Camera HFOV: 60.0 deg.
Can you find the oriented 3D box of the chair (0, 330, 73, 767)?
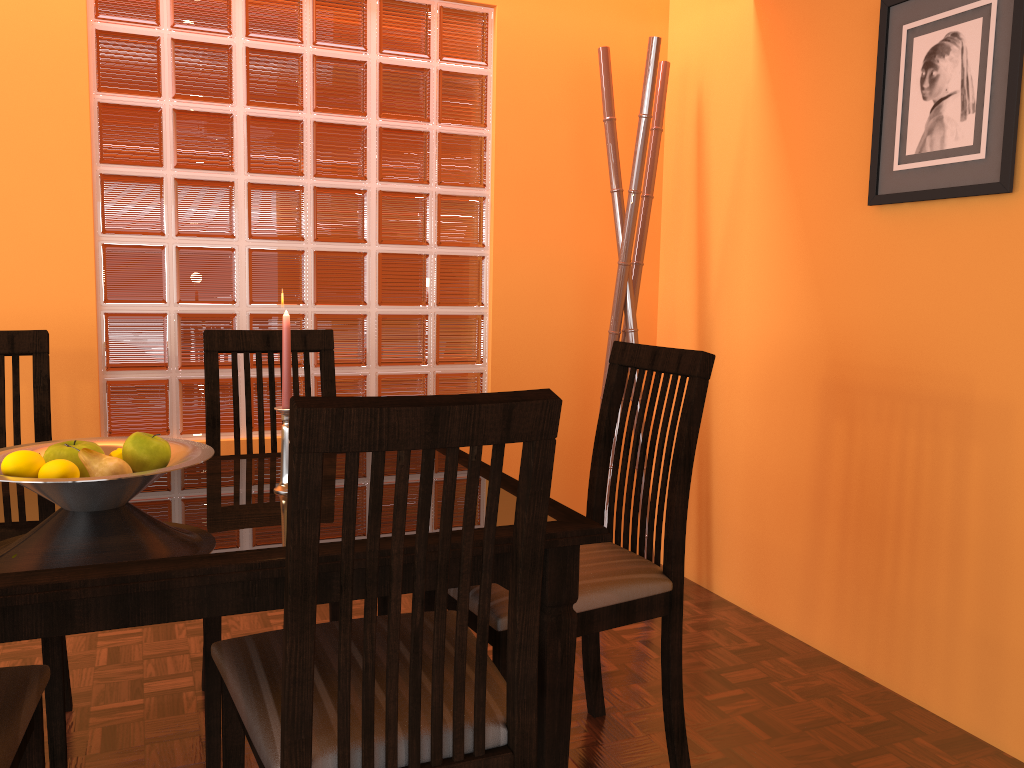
[{"bbox_3d":[-0.998,0.317,1.606,0.373,0.809,0.465,-2,7,-23],"label":"chair"}]

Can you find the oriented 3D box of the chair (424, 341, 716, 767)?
[{"bbox_3d":[0.095,0.335,1.643,0.465,0.809,0.373,-2,7,-28],"label":"chair"}]

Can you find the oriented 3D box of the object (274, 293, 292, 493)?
[{"bbox_3d":[-0.357,0.009,1.406,0.044,0.326,0.044,-3,8,-34],"label":"object"}]

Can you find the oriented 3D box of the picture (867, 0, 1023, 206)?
[{"bbox_3d":[0.898,-0.616,1.851,0.014,0.456,0.361,-2,7,-23],"label":"picture"}]

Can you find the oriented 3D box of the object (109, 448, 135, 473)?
[{"bbox_3d":[-0.597,0.125,1.362,0.047,0.056,0.045,-1,7,-16],"label":"object"}]

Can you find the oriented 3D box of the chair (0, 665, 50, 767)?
[{"bbox_3d":[-0.701,0.403,0.905,0.373,0.809,0.465,-2,7,-23],"label":"chair"}]

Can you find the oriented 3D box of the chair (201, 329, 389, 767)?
[{"bbox_3d":[-0.466,0.303,1.830,0.373,0.809,0.465,-2,7,-23],"label":"chair"}]

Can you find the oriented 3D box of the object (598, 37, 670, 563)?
[{"bbox_3d":[0.339,-0.153,2.559,0.226,1.589,0.308,1,6,-1],"label":"object"}]

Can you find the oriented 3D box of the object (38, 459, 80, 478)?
[{"bbox_3d":[-0.629,0.127,1.231,0.055,0.046,0.046,5,7,30],"label":"object"}]

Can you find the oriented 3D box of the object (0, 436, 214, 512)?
[{"bbox_3d":[-0.616,0.142,1.309,0.337,0.072,0.337,5,8,33],"label":"object"}]

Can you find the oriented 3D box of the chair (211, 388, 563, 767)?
[{"bbox_3d":[-0.169,0.388,1.129,0.373,0.809,0.465,-2,7,-23],"label":"chair"}]

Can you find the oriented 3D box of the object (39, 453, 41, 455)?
[{"bbox_3d":[-0.658,0.137,1.275,0.150,0.052,0.066,4,7,25],"label":"object"}]

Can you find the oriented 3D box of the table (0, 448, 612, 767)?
[{"bbox_3d":[-0.580,0.468,1.350,1.259,0.584,0.697,-2,7,-23],"label":"table"}]

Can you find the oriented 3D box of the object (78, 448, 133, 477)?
[{"bbox_3d":[-0.575,0.126,1.262,0.066,0.070,0.055,-5,9,-41],"label":"object"}]

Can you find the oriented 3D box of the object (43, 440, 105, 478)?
[{"bbox_3d":[-0.653,0.124,1.324,0.087,0.076,0.089,-1,7,-17],"label":"object"}]

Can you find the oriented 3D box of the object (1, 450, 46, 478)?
[{"bbox_3d":[-0.679,0.115,1.233,0.055,0.046,0.046,-4,8,-40],"label":"object"}]

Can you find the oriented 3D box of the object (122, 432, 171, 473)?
[{"bbox_3d":[-0.550,0.105,1.335,0.069,0.066,0.069,0,7,-13],"label":"object"}]

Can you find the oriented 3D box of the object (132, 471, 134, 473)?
[{"bbox_3d":[-0.587,0.150,1.306,0.055,0.053,0.079,2,7,11],"label":"object"}]
